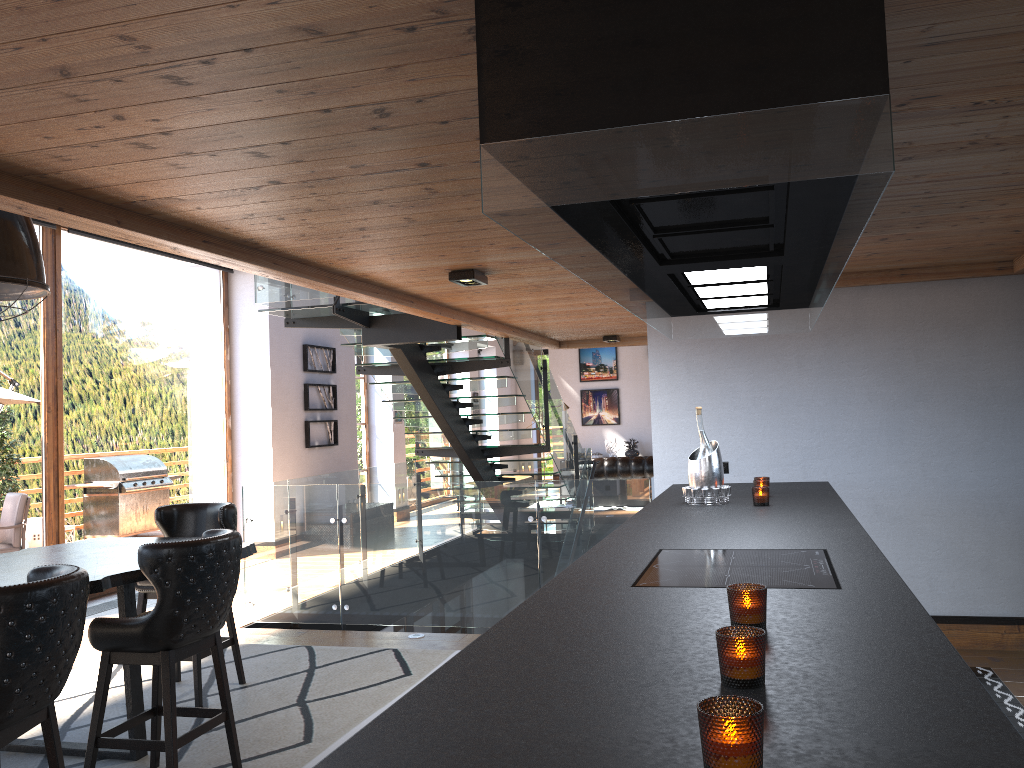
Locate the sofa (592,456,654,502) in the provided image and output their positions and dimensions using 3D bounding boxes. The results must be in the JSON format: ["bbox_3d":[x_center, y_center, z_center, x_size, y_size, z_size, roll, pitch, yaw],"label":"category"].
[{"bbox_3d":[2.387,1.582,14.636,2.550,0.839,1.246,-3,-2,15],"label":"sofa"}]

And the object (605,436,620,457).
[{"bbox_3d":[2.199,1.403,19.569,0.261,0.532,0.424,-1,-3,-15],"label":"object"}]

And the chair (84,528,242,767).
[{"bbox_3d":[-1.439,1.194,3.775,0.565,1.093,0.507,-3,-3,15],"label":"chair"}]

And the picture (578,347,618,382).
[{"bbox_3d":[1.951,-0.466,20.065,0.874,0.816,0.036,-3,-3,15],"label":"picture"}]

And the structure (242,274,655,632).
[{"bbox_3d":[-2.698,1.598,8.879,9.153,6.402,11.089,-3,-2,16],"label":"structure"}]

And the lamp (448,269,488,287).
[{"bbox_3d":[-0.251,-0.617,5.113,0.154,0.068,0.262,-3,-2,16],"label":"lamp"}]

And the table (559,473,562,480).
[{"bbox_3d":[1.070,1.782,15.522,0.403,0.609,0.420,-3,-3,16],"label":"table"}]

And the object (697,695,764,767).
[{"bbox_3d":[0.264,0.428,1.065,0.080,0.081,0.078,-1,-3,-29],"label":"object"}]

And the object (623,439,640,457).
[{"bbox_3d":[2.636,1.411,19.519,0.337,0.455,0.337,-4,-3,41],"label":"object"}]

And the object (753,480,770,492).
[{"bbox_3d":[1.224,0.513,4.343,0.080,0.081,0.078,-1,-3,-19],"label":"object"}]

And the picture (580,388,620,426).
[{"bbox_3d":[1.989,0.528,20.015,0.874,0.816,0.036,-3,-3,15],"label":"picture"}]

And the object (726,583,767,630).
[{"bbox_3d":[0.471,0.446,1.773,0.080,0.081,0.078,-1,-3,-29],"label":"object"}]

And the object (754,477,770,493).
[{"bbox_3d":[1.278,0.517,4.526,0.080,0.081,0.078,-1,-3,-19],"label":"object"}]

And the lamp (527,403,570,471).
[{"bbox_3d":[0.725,1.288,19.132,0.521,1.900,1.337,-4,-3,37],"label":"lamp"}]

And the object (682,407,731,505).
[{"bbox_3d":[0.906,0.333,4.164,0.224,0.453,0.226,-3,-3,16],"label":"object"}]

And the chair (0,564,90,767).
[{"bbox_3d":[-1.663,1.167,2.833,0.568,1.093,0.503,-2,-3,0],"label":"chair"}]

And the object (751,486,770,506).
[{"bbox_3d":[1.116,0.503,3.973,0.080,0.081,0.078,-1,-3,-19],"label":"object"}]

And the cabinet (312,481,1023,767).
[{"bbox_3d":[0.733,1.070,2.858,0.883,1.104,4.829,-3,-2,16],"label":"cabinet"}]

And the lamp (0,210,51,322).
[{"bbox_3d":[-2.391,-2.596,3.866,0.628,4.688,0.614,-1,-3,-29],"label":"lamp"}]

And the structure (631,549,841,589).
[{"bbox_3d":[0.627,0.515,2.463,0.501,0.017,0.614,-3,-2,16],"label":"structure"}]

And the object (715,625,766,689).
[{"bbox_3d":[0.368,0.437,1.419,0.080,0.081,0.078,-1,-3,-29],"label":"object"}]

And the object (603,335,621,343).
[{"bbox_3d":[1.089,-0.499,9.690,0.154,0.068,0.262,-3,-2,16],"label":"object"}]

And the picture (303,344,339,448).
[{"bbox_3d":[-2.492,0.161,11.568,0.059,1.313,0.778,-3,-3,16],"label":"picture"}]

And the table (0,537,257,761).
[{"bbox_3d":[-2.425,1.304,3.256,1.420,0.950,3.819,-3,-2,16],"label":"table"}]

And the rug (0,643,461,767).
[{"bbox_3d":[-2.258,1.764,3.529,2.535,0.047,5.664,-3,-2,16],"label":"rug"}]

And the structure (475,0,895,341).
[{"bbox_3d":[0.734,-0.528,3.116,0.706,0.476,3.269,-3,-2,16],"label":"structure"}]

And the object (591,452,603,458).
[{"bbox_3d":[1.883,1.602,19.740,0.279,0.161,0.260,-3,-2,18],"label":"object"}]

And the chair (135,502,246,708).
[{"bbox_3d":[-1.890,1.264,5.192,0.501,1.093,0.571,-3,-3,15],"label":"chair"}]
